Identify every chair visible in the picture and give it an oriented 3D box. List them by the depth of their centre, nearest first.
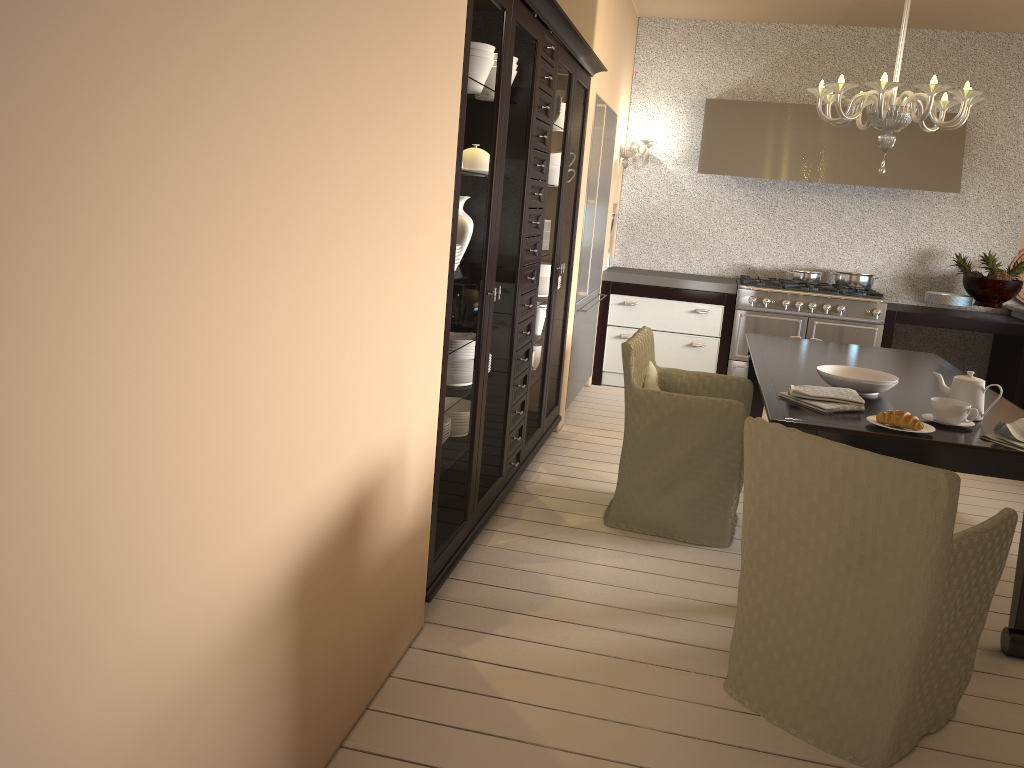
[{"bbox_3d":[0.924,0.502,2.325,0.562,0.796,0.566,-5,14,-41],"label":"chair"},{"bbox_3d":[0.695,0.217,3.564,0.562,0.796,0.566,8,11,17],"label":"chair"}]

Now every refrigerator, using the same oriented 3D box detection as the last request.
[{"bbox_3d":[0.189,-0.838,5.440,0.742,1.723,1.110,7,11,11],"label":"refrigerator"}]

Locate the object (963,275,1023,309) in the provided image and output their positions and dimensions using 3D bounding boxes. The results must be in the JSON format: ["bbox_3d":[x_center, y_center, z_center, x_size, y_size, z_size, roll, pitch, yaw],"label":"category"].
[{"bbox_3d":[3.134,-0.600,5.802,0.351,0.187,0.354,4,12,-5],"label":"object"}]

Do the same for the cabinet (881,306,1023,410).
[{"bbox_3d":[2.864,-0.122,5.927,0.896,0.720,0.604,7,11,11],"label":"cabinet"}]

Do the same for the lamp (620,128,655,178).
[{"bbox_3d":[0.863,-1.611,6.220,0.269,0.338,0.482,7,12,10],"label":"lamp"}]

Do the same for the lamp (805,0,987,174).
[{"bbox_3d":[1.592,-1.427,3.607,0.677,1.120,0.703,11,12,29],"label":"lamp"}]

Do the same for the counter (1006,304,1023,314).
[{"bbox_3d":[3.276,-0.122,4.027,0.653,0.067,4.264,7,12,11],"label":"counter"}]

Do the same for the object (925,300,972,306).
[{"bbox_3d":[2.821,-0.522,5.737,0.278,0.011,0.280,5,12,-1],"label":"object"}]

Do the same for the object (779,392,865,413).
[{"bbox_3d":[1.034,0.059,2.964,0.164,0.026,0.233,0,13,-23],"label":"object"}]

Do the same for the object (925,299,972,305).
[{"bbox_3d":[2.822,-0.528,5.737,0.278,0.011,0.280,5,12,-1],"label":"object"}]

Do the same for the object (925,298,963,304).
[{"bbox_3d":[2.822,-0.533,5.735,0.278,0.011,0.280,5,12,-1],"label":"object"}]

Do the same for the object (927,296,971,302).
[{"bbox_3d":[2.824,-0.550,5.734,0.278,0.011,0.280,5,12,-1],"label":"object"}]

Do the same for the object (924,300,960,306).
[{"bbox_3d":[2.821,-0.520,5.738,0.278,0.011,0.280,5,12,-1],"label":"object"}]

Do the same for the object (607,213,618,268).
[{"bbox_3d":[0.668,-1.044,6.408,0.155,0.391,0.156,5,10,0],"label":"object"}]

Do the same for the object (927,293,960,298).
[{"bbox_3d":[2.825,-0.569,5.730,0.278,0.011,0.280,5,12,-1],"label":"object"}]

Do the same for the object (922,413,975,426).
[{"bbox_3d":[1.389,0.120,2.825,0.154,0.012,0.155,-1,14,-27],"label":"object"}]

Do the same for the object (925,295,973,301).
[{"bbox_3d":[2.824,-0.553,5.732,0.278,0.011,0.280,5,12,-1],"label":"object"}]

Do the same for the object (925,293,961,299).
[{"bbox_3d":[2.825,-0.563,5.730,0.278,0.011,0.280,5,12,-1],"label":"object"}]

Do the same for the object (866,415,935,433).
[{"bbox_3d":[1.183,0.127,2.703,0.194,0.014,0.196,2,12,-12],"label":"object"}]

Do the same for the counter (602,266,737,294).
[{"bbox_3d":[1.114,-0.736,6.226,0.896,0.062,0.604,7,12,11],"label":"counter"}]

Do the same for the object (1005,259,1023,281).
[{"bbox_3d":[3.265,-0.703,5.820,0.275,0.283,0.139,4,10,-3],"label":"object"}]

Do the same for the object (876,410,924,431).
[{"bbox_3d":[1.179,0.106,2.689,0.138,0.051,0.062,12,13,30],"label":"object"}]

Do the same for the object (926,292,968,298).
[{"bbox_3d":[2.825,-0.571,5.729,0.278,0.011,0.280,5,12,-1],"label":"object"}]

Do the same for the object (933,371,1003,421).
[{"bbox_3d":[1.501,0.033,2.936,0.198,0.155,0.118,8,11,18],"label":"object"}]

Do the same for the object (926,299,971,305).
[{"bbox_3d":[2.822,-0.530,5.736,0.278,0.011,0.280,5,12,-1],"label":"object"}]

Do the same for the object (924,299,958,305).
[{"bbox_3d":[2.821,-0.525,5.737,0.278,0.011,0.280,5,12,-1],"label":"object"}]

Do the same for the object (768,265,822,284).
[{"bbox_3d":[1.991,-0.767,6.201,0.198,0.090,0.372,-4,15,-35],"label":"object"}]

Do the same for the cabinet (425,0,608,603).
[{"bbox_3d":[-0.283,-0.533,3.602,0.889,1.828,2.504,7,12,11],"label":"cabinet"}]

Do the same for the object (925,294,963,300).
[{"bbox_3d":[2.824,-0.558,5.731,0.278,0.011,0.280,5,12,-1],"label":"object"}]

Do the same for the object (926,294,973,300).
[{"bbox_3d":[2.825,-0.561,5.731,0.278,0.011,0.280,5,12,-1],"label":"object"}]

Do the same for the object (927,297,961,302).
[{"bbox_3d":[2.822,-0.544,5.734,0.278,0.011,0.280,5,12,-1],"label":"object"}]

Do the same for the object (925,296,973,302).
[{"bbox_3d":[2.823,-0.547,5.733,0.278,0.011,0.280,5,12,-1],"label":"object"}]

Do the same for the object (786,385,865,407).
[{"bbox_3d":[1.054,0.040,2.992,0.233,0.051,0.165,7,12,11],"label":"object"}]

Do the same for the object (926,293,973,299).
[{"bbox_3d":[2.825,-0.566,5.729,0.278,0.011,0.280,5,12,-1],"label":"object"}]

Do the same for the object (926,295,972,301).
[{"bbox_3d":[2.824,-0.555,5.731,0.278,0.011,0.280,5,12,-1],"label":"object"}]

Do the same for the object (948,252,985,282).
[{"bbox_3d":[3.031,-0.738,5.890,0.138,0.283,0.280,-2,13,-32],"label":"object"}]

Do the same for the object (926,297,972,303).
[{"bbox_3d":[2.823,-0.541,5.734,0.278,0.011,0.280,5,12,-1],"label":"object"}]

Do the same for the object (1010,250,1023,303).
[{"bbox_3d":[3.612,-0.735,6.033,0.431,0.427,0.065,7,10,12],"label":"object"}]

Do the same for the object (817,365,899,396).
[{"bbox_3d":[1.259,-0.008,3.244,0.281,0.065,0.283,6,12,6],"label":"object"}]

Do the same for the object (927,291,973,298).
[{"bbox_3d":[2.826,-0.574,5.728,0.278,0.011,0.280,5,12,-1],"label":"object"}]

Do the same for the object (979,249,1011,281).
[{"bbox_3d":[3.120,-0.733,5.747,0.160,0.276,0.271,4,11,-6],"label":"object"}]

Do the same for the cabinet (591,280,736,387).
[{"bbox_3d":[1.078,-0.348,6.281,0.896,0.720,0.640,7,11,11],"label":"cabinet"}]

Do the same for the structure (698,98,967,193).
[{"bbox_3d":[2.130,-1.615,6.009,1.663,0.507,0.483,7,11,12],"label":"structure"}]

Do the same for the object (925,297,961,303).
[{"bbox_3d":[2.822,-0.538,5.735,0.278,0.011,0.280,5,12,-1],"label":"object"}]

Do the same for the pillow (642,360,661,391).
[{"bbox_3d":[0.609,0.073,3.583,0.192,0.293,0.443,7,12,11],"label":"pillow"}]

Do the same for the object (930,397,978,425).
[{"bbox_3d":[1.395,0.090,2.819,0.125,0.069,0.117,6,12,5],"label":"object"}]

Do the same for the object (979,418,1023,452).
[{"bbox_3d":[1.536,0.150,2.620,0.204,0.063,0.198,-1,13,-25],"label":"object"}]

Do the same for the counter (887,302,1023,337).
[{"bbox_3d":[2.891,-0.436,5.871,0.765,0.079,0.604,7,12,11],"label":"counter"}]

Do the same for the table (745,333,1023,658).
[{"bbox_3d":[1.413,0.296,3.595,0.919,0.649,2.003,7,12,11],"label":"table"}]

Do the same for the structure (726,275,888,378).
[{"bbox_3d":[1.966,-0.281,6.051,0.930,0.800,0.709,7,11,11],"label":"structure"}]

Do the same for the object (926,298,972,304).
[{"bbox_3d":[2.822,-0.536,5.735,0.278,0.011,0.280,5,12,-1],"label":"object"}]

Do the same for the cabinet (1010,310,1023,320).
[{"bbox_3d":[3.299,0.285,4.089,0.847,0.766,4.247,7,12,11],"label":"cabinet"}]

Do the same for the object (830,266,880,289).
[{"bbox_3d":[2.350,-0.737,6.071,0.265,0.145,0.267,-2,13,-30],"label":"object"}]
